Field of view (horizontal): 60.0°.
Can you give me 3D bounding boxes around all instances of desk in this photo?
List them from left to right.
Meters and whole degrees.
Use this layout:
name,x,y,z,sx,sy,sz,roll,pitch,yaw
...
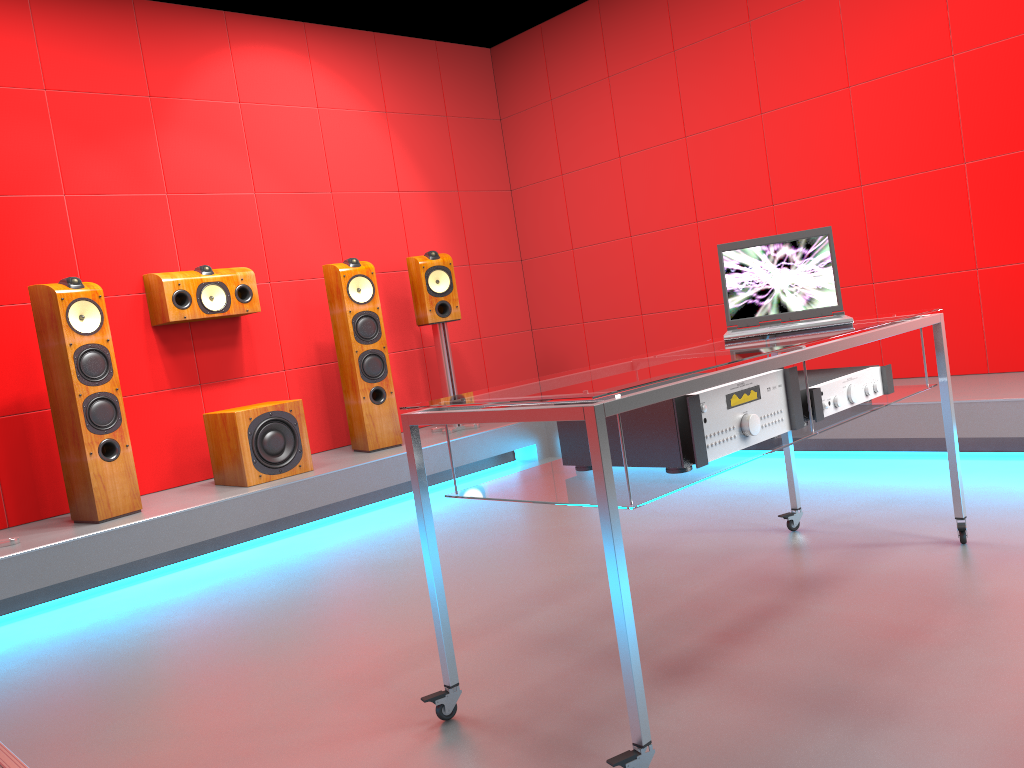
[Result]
name,x,y,z,sx,sy,sz,roll,pitch,yaw
desk,0.532,0.259,2.230,1.617,0.690,0.594,-12,6,-43

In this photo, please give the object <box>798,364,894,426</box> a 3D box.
name,x,y,z,sx,sy,sz,roll,pitch,yaw
object,0.740,0.036,2.357,0.435,0.092,0.365,-12,6,-43

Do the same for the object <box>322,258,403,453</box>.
name,x,y,z,sx,sy,sz,roll,pitch,yaw
object,-0.820,-0.161,4.870,0.203,1.052,0.238,-11,5,-33

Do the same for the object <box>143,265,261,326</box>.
name,x,y,z,sx,sy,sz,roll,pitch,yaw
object,-1.593,-0.470,4.574,0.493,0.271,0.235,-12,6,-43

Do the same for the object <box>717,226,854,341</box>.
name,x,y,z,sx,sy,sz,roll,pitch,yaw
object,0.773,-0.294,2.554,0.342,0.285,0.340,-7,4,17

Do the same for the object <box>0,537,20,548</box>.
name,x,y,z,sx,sy,sz,roll,pitch,yaw
object,-2.217,0.144,3.498,0.265,1.058,0.231,-7,4,27

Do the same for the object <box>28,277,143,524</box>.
name,x,y,z,sx,sy,sz,roll,pitch,yaw
object,-1.849,0.066,3.852,0.238,1.052,0.203,-6,5,37

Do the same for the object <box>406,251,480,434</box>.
name,x,y,z,sx,sy,sz,roll,pitch,yaw
object,-0.413,-0.251,5.229,0.231,1.058,0.265,-10,4,-23

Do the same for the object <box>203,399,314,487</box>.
name,x,y,z,sx,sy,sz,roll,pitch,yaw
object,-1.254,0.289,4.393,0.360,0.360,0.360,-12,6,-43

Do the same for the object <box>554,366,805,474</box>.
name,x,y,z,sx,sy,sz,roll,pitch,yaw
object,0.387,0.080,2.016,0.431,0.158,0.371,-12,6,-43
